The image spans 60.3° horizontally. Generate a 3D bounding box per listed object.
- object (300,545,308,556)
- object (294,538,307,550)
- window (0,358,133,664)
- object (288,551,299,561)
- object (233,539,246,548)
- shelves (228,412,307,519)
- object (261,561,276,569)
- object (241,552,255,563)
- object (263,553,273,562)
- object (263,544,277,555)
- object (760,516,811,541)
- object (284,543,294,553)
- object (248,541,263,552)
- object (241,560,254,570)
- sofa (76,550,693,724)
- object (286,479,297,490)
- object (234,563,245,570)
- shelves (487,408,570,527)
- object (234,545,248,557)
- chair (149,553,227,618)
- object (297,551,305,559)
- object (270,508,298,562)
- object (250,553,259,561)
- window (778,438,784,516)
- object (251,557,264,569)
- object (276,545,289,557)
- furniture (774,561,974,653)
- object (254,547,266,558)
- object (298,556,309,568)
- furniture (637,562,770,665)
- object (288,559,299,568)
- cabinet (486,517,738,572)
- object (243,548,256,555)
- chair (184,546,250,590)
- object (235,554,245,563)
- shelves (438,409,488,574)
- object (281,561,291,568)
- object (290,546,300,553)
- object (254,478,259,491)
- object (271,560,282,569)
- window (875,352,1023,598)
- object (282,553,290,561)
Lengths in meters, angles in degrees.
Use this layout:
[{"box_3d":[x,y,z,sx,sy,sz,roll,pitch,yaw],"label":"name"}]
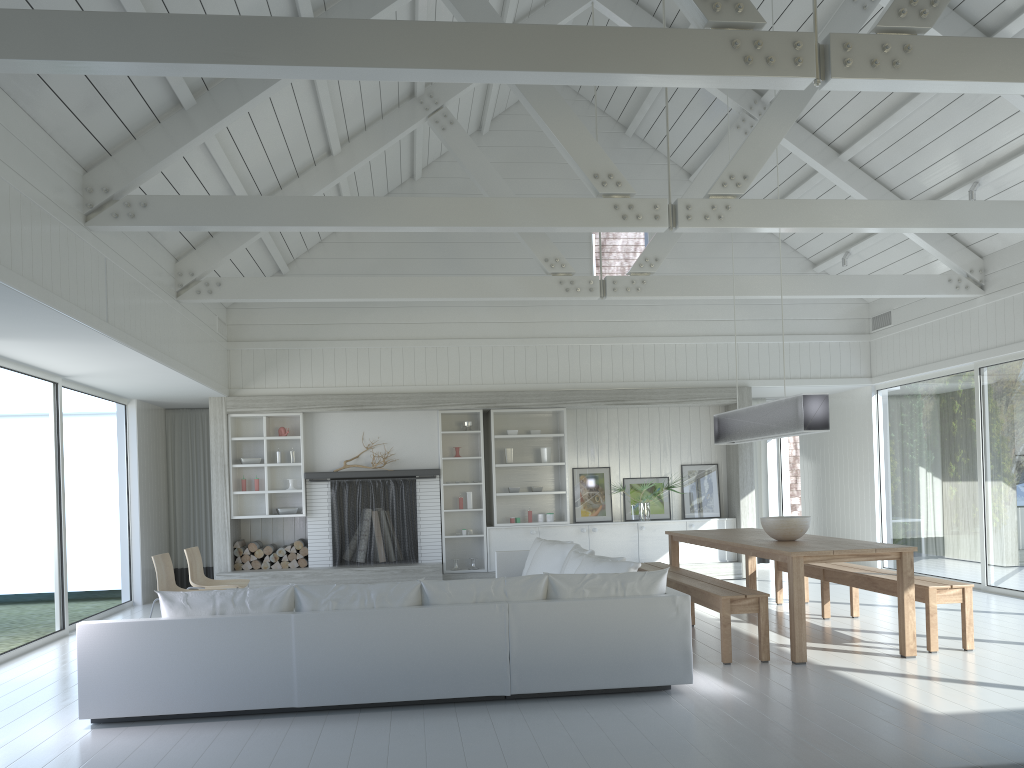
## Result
[{"box_3d":[-2.534,2.045,10.841,0.109,0.109,0.496,-1,-6,-8],"label":"object"},{"box_3d":[-2.600,1.966,10.834,0.110,0.110,0.496,-1,-6,-8],"label":"object"},{"box_3d":[-3.975,0.882,6.052,0.080,2.413,8.756,-2,-6,-7],"label":"window"},{"box_3d":[-2.672,2.108,10.824,0.109,0.109,0.496,-1,-6,-8],"label":"object"},{"box_3d":[-3.315,1.943,10.739,0.080,0.080,0.480,-1,-6,-8],"label":"object"},{"box_3d":[-2.937,0.998,10.715,0.865,1.238,0.550,-2,-1,-7],"label":"shelves"},{"box_3d":[-2.979,2.189,10.796,0.105,0.114,0.519,-1,-6,-8],"label":"object"},{"box_3d":[-3.211,2.117,10.762,0.109,0.109,0.496,-1,-6,-8],"label":"object"},{"box_3d":[-2.967,2.116,10.777,0.080,0.080,0.480,-1,-6,-8],"label":"object"},{"box_3d":[-2.957,2.023,10.792,0.109,0.109,0.496,-1,-6,-8],"label":"object"},{"box_3d":[2.178,1.151,7.008,0.389,0.185,0.392,0,-6,-16],"label":"object"},{"box_3d":[-2.724,2.005,10.806,0.086,0.091,0.481,-1,-6,-8],"label":"object"},{"box_3d":[-3.131,1.982,10.773,0.110,0.110,0.496,-1,-6,-8],"label":"object"},{"box_3d":[-3.195,2.209,10.780,0.134,0.146,0.550,-1,-6,-7],"label":"object"},{"box_3d":[-0.891,1.734,7.073,3.475,0.736,4.154,-1,-6,-7],"label":"sofa"},{"box_3d":[-2.661,1.213,10.633,0.137,0.130,0.137,-1,-4,-19],"label":"object"},{"box_3d":[-3.295,2.215,10.760,0.108,0.106,0.517,-1,-6,-8],"label":"object"},{"box_3d":[0.194,1.061,11.204,0.938,1.442,0.606,-2,-1,-7],"label":"shelves"},{"box_3d":[-3.297,2.034,10.753,0.109,0.109,0.496,-1,-6,-8],"label":"object"},{"box_3d":[-2.666,1.778,7.202,0.555,0.779,0.597,-2,-3,-7],"label":"chair"},{"box_3d":[-2.579,2.097,10.828,0.080,0.079,0.480,-1,-6,-8],"label":"object"},{"box_3d":[-2.816,1.839,10.774,0.341,0.642,0.615,-1,-3,-22],"label":"object"},{"box_3d":[-3.118,2.106,10.766,0.080,0.079,0.480,-1,-6,-8],"label":"object"},{"box_3d":[4.453,1.536,14.003,0.037,2.425,0.947,-2,-1,-7],"label":"window"},{"box_3d":[-3.091,2.190,10.776,0.110,0.110,0.496,-1,-6,-8],"label":"object"},{"box_3d":[-2.804,2.047,10.810,0.109,0.109,0.496,-1,-6,-8],"label":"object"},{"box_3d":[2.938,1.808,7.511,0.340,0.470,2.693,-1,-6,-7],"label":"furniture"},{"box_3d":[-3.059,2.060,10.780,0.109,0.109,0.496,-1,-6,-8],"label":"object"},{"box_3d":[-2.551,2.180,10.838,0.110,0.110,0.496,-1,-6,-8],"label":"object"},{"box_3d":[1.450,1.834,7.340,0.340,0.470,2.693,-1,-6,-7],"label":"furniture"},{"box_3d":[-2.655,2.199,10.842,0.134,0.146,0.550,-1,-6,-7],"label":"object"},{"box_3d":[1.246,2.039,11.292,3.180,0.550,0.656,-1,-4,-7],"label":"cabinet"},{"box_3d":[-3.200,2.025,10.751,0.080,0.080,0.480,-1,-6,-8],"label":"object"},{"box_3d":[-2.699,1.869,7.984,0.555,0.779,0.597,-2,-3,-7],"label":"chair"},{"box_3d":[-3.295,2.122,10.739,0.080,0.080,0.480,-1,-6,-8],"label":"object"},{"box_3d":[-0.634,1.352,11.106,0.540,1.998,0.606,-2,-1,-7],"label":"shelves"},{"box_3d":[-2.756,2.206,10.822,0.108,0.106,0.517,-1,-6,-8],"label":"object"},{"box_3d":[-2.661,2.015,10.813,0.080,0.080,0.480,-1,-6,-8],"label":"object"},{"box_3d":[-3.064,1.188,10.590,0.054,0.196,0.054,-2,-1,-6],"label":"object"},{"box_3d":[-2.852,2.221,10.819,0.134,0.146,0.550,-1,-6,-7],"label":"object"},{"box_3d":[5.342,0.588,6.012,0.080,2.413,10.981,-2,-6,-7],"label":"window"},{"box_3d":[-2.755,2.112,10.801,0.080,0.080,0.480,-1,-6,-8],"label":"object"}]
